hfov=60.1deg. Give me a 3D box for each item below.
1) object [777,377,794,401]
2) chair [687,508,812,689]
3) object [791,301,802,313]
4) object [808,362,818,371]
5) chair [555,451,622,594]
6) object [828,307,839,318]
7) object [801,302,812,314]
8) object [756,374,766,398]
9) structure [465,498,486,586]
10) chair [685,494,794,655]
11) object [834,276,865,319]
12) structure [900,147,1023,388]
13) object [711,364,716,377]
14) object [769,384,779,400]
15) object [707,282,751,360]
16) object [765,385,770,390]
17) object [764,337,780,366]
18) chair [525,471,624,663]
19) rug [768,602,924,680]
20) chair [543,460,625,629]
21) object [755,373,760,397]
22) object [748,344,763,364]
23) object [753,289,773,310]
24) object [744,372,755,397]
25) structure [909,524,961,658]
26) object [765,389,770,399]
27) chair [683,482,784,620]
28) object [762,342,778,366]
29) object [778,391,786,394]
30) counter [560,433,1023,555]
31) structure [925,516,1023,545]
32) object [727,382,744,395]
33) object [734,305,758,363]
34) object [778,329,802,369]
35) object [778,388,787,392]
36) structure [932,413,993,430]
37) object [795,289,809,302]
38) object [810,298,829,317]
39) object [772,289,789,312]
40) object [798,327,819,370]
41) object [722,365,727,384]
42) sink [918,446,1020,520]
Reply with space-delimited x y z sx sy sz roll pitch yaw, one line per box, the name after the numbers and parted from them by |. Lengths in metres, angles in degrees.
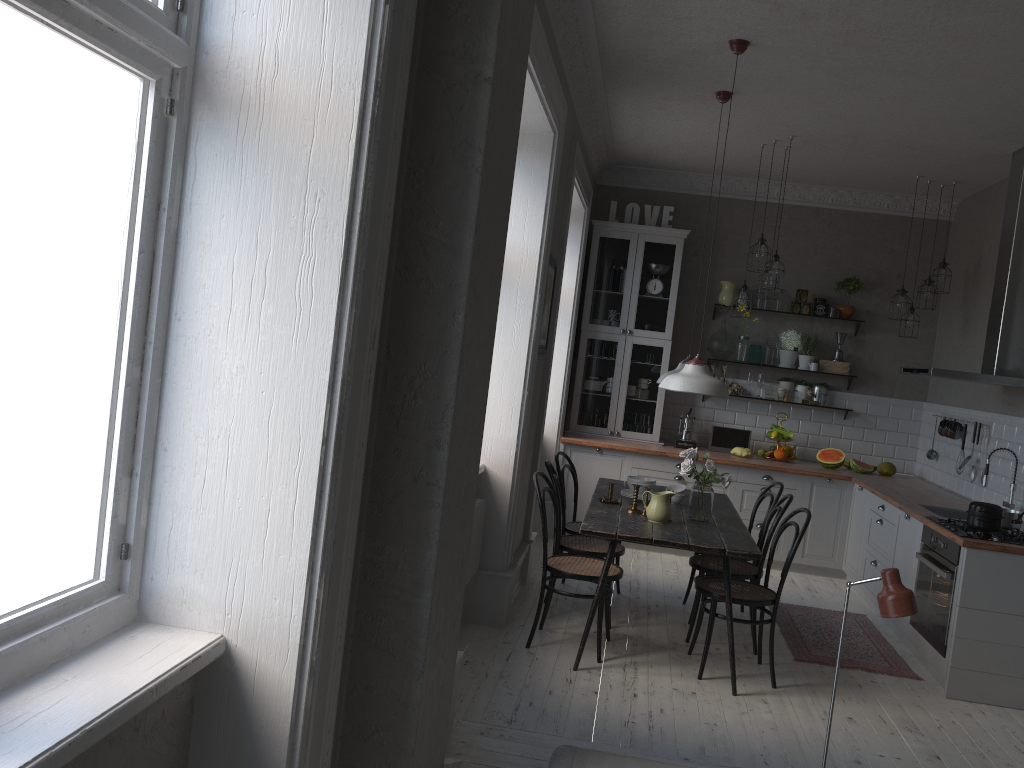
2.459 0.041 7.997 0.158 0.216 0.154 6 3 -13 | object
1.250 1.086 4.713 0.548 0.920 0.439 7 2 4 | chair
2.536 -0.678 7.908 0.082 0.113 0.083 7 3 7 | object
2.676 -0.151 7.847 0.104 0.071 0.064 9 3 37 | object
0.507 0.940 5.859 0.542 0.920 0.444 8 3 19 | chair
2.843 -0.628 7.823 0.093 0.096 0.075 7 3 7 | object
2.621 -0.667 7.895 0.082 0.113 0.084 8 3 17 | object
2.222 0.017 7.905 0.082 0.217 0.081 7 2 -7 | object
-0.300 0.854 4.313 0.148 0.428 1.228 7 3 6 | structure
1.326 1.070 5.245 0.544 0.920 0.442 8 3 14 | chair
2.989 -0.763 7.855 0.256 0.397 0.245 8 3 32 | object
3.197 -0.810 5.990 0.709 1.595 0.715 7 2 7 | structure
1.812 -0.060 8.042 0.054 0.264 0.060 6 3 -22 | object
2.339 0.070 7.927 0.080 0.139 0.077 6 3 -20 | object
1.903 -0.555 7.935 0.339 0.674 0.332 6 3 -25 | object
2.321 0.058 8.005 0.076 0.083 0.079 8 3 25 | object
2.357 -0.295 8.056 0.130 0.264 0.132 7 3 13 | object
0.337 0.969 4.824 0.544 0.920 0.442 8 3 14 | chair
2.049 1.594 5.620 0.732 0.014 1.295 7 3 8 | rug
0.417 0.952 5.377 0.548 0.920 0.439 7 2 4 | chair
2.233 0.014 7.995 0.082 0.217 0.081 7 2 -7 | object
2.198 -0.267 8.012 0.125 0.172 0.127 7 3 11 | object
2.247 -0.751 7.944 0.176 0.184 0.168 4 4 -44 | object
2.148 0.003 8.008 0.082 0.217 0.081 7 2 -7 | object
2.680 1.193 5.044 0.615 0.623 0.625 7 3 7 | structure
2.317 0.091 8.006 0.076 0.083 0.079 8 3 25 | object
1.416 1.058 5.724 0.548 0.920 0.439 7 2 4 | chair
2.308 -0.265 7.910 0.122 0.206 0.127 8 3 30 | object
2.399 0.089 7.878 0.076 0.051 0.078 8 3 26 | object
1.839 0.690 6.435 3.147 0.039 3.407 7 3 7 | counter
2.699 0.828 5.035 0.494 0.031 0.609 7 3 7 | structure
2.002 0.041 7.984 0.179 0.111 0.095 6 3 -16 | object
2.060 -0.464 7.876 0.192 0.540 0.280 7 2 -1 | object
2.514 -0.319 7.977 0.241 0.354 0.238 8 3 25 | object
2.402 0.063 7.877 0.077 0.051 0.077 7 3 -7 | object
3.468 0.281 6.864 0.094 0.053 1.091 7 3 8 | structure
2.581 -0.784 7.887 0.083 0.113 0.082 6 3 -13 | object
2.753 -0.683 7.930 0.141 0.174 0.143 7 3 7 | object
2.439 -0.748 8.018 0.143 0.220 0.137 5 3 -33 | object
2.638 -0.313 7.911 0.187 0.380 0.166 5 3 -32 | object
1.913 -0.047 8.016 0.052 0.264 0.063 9 3 43 | object
2.946 0.736 5.659 0.526 0.720 0.488 7 3 7 | sink
